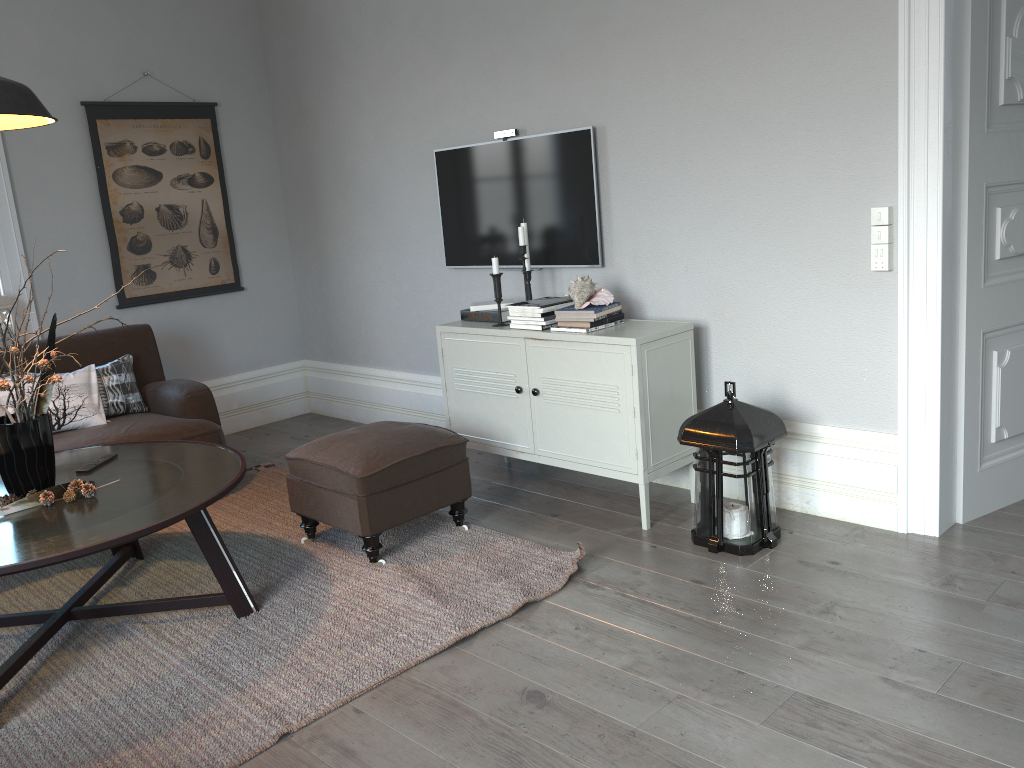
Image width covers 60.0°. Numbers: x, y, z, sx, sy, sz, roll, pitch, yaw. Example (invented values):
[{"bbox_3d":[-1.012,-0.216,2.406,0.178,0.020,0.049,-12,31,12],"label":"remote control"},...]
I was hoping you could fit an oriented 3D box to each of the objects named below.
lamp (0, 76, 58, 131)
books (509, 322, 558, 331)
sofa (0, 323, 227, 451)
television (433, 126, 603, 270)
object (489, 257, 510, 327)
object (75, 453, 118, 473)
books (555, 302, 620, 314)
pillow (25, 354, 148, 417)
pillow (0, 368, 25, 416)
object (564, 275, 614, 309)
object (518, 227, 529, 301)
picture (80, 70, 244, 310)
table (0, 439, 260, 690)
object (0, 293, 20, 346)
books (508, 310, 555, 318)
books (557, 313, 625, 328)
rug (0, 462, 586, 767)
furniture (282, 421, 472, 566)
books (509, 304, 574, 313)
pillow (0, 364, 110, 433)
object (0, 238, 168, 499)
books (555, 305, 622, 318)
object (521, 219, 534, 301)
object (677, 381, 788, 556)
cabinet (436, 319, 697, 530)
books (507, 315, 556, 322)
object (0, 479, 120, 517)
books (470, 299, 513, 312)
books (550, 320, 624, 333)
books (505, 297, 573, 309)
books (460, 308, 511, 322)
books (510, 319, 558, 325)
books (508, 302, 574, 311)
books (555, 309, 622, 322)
[{"bbox_3d":[-1.685,-1.301,2.548,0.504,1.074,0.504,-4,12,3],"label":"lamp"},{"bbox_3d":[0.154,-0.268,3.823,0.271,0.022,0.200,-16,16,-41],"label":"books"},{"bbox_3d":[-2.396,0.332,3.780,0.969,0.823,2.167,7,17,45],"label":"sofa"},{"bbox_3d":[0.007,-0.881,4.264,1.063,0.656,0.041,7,17,45],"label":"television"},{"bbox_3d":[-0.062,-0.408,3.894,0.083,0.311,0.083,0,13,23],"label":"object"},{"bbox_3d":[-1.511,0.287,3.231,0.051,0.011,0.208,-4,12,6],"label":"object"},{"bbox_3d":[0.310,-0.312,3.639,0.184,0.014,0.235,3,14,33],"label":"books"},{"bbox_3d":[-2.037,0.043,4.253,0.542,0.288,0.183,-16,16,-42],"label":"pillow"},{"bbox_3d":[-2.359,0.145,3.891,0.159,0.347,0.473,6,16,42],"label":"pillow"},{"bbox_3d":[0.302,-0.382,3.633,0.192,0.127,0.194,5,15,38],"label":"object"},{"bbox_3d":[0.057,-0.480,3.886,0.092,0.431,0.092,-4,12,5],"label":"object"},{"bbox_3d":[-2.022,-1.144,5.169,0.057,1.311,0.793,7,17,45],"label":"picture"},{"bbox_3d":[-1.518,0.610,2.944,1.300,0.502,1.301,4,15,38],"label":"table"},{"bbox_3d":[-2.659,-0.343,4.529,0.193,0.321,0.193,5,15,39],"label":"object"},{"bbox_3d":[0.144,-0.317,3.805,0.251,0.019,0.200,-16,16,-41],"label":"books"},{"bbox_3d":[0.326,-0.266,3.662,0.175,0.027,0.238,6,16,42],"label":"books"},{"bbox_3d":[-1.507,0.790,3.029,2.821,0.090,2.401,-16,16,-42],"label":"rug"},{"bbox_3d":[-0.523,0.406,3.557,0.584,0.439,0.574,-16,16,-43],"label":"furniture"},{"bbox_3d":[0.148,-0.332,3.803,0.196,0.010,0.265,7,17,45],"label":"books"},{"bbox_3d":[-2.101,0.082,4.035,0.471,0.308,0.188,-16,16,-42],"label":"pillow"},{"bbox_3d":[-1.466,-0.167,2.812,0.525,1.064,0.854,-2,12,16],"label":"object"},{"bbox_3d":[0.315,-0.297,3.638,0.184,0.017,0.235,3,14,33],"label":"books"},{"bbox_3d":[0.070,-0.514,3.985,0.066,0.456,0.066,-2,12,13],"label":"object"},{"bbox_3d":[0.804,0.281,3.227,0.323,0.598,0.323,7,17,45],"label":"object"},{"bbox_3d":[0.209,0.113,3.880,0.408,0.756,1.152,-16,16,-43],"label":"cabinet"},{"bbox_3d":[0.149,-0.302,3.817,0.222,0.016,0.271,7,17,45],"label":"books"},{"bbox_3d":[-1.467,0.346,2.835,0.404,0.067,0.153,-11,13,-26],"label":"object"},{"bbox_3d":[-0.093,-0.370,4.156,0.199,0.024,0.161,-5,12,0],"label":"books"},{"bbox_3d":[0.311,-0.243,3.661,0.196,0.014,0.244,7,17,45],"label":"books"},{"bbox_3d":[0.139,-0.350,3.803,0.263,0.008,0.212,-16,16,-41],"label":"books"},{"bbox_3d":[-0.068,-0.334,4.149,0.276,0.049,0.218,7,17,45],"label":"books"},{"bbox_3d":[0.151,-0.284,3.808,0.200,0.016,0.254,6,17,43],"label":"books"},{"bbox_3d":[0.143,-0.340,3.799,0.196,0.010,0.260,6,17,43],"label":"books"},{"bbox_3d":[0.315,-0.283,3.648,0.184,0.014,0.235,3,15,35],"label":"books"}]
